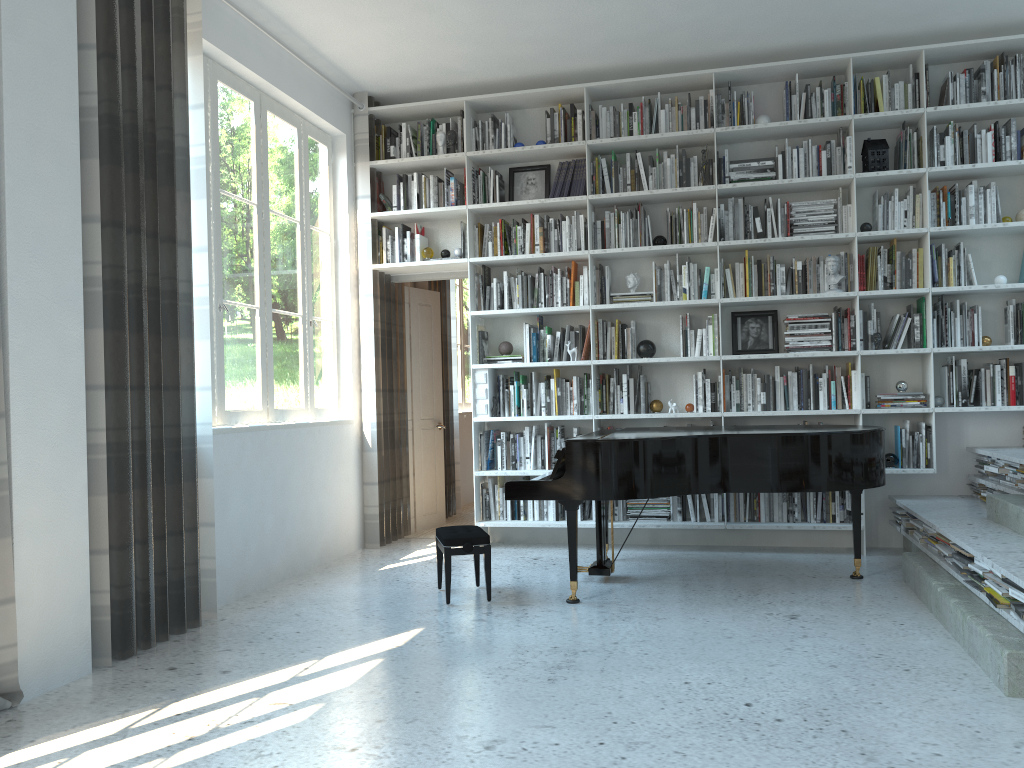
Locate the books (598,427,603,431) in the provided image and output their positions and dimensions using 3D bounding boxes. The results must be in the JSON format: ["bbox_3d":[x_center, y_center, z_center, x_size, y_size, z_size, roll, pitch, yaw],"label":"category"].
[{"bbox_3d":[0.613,0.441,6.122,0.012,0.285,0.159,-2,-1,14],"label":"books"}]

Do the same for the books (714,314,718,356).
[{"bbox_3d":[1.363,-0.320,5.916,0.021,0.281,0.162,-2,-1,14],"label":"books"}]

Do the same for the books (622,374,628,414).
[{"bbox_3d":[0.783,0.070,6.061,0.027,0.269,0.185,-2,-1,14],"label":"books"}]

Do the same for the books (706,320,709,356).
[{"bbox_3d":[1.310,-0.300,5.929,0.012,0.244,0.171,-2,-1,14],"label":"books"}]

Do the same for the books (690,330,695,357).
[{"bbox_3d":[1.217,-0.266,5.974,0.030,0.183,0.154,-2,-1,14],"label":"books"}]

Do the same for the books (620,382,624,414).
[{"bbox_3d":[0.761,0.098,6.070,0.021,0.215,0.172,-2,-1,14],"label":"books"}]

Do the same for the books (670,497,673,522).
[{"bbox_3d":[1.082,0.792,5.988,0.012,0.254,0.161,-2,-1,14],"label":"books"}]

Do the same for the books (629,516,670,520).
[{"bbox_3d":[0.935,0.906,6.033,0.254,0.007,0.161,-2,-1,18],"label":"books"}]

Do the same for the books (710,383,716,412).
[{"bbox_3d":[1.349,0.090,5.947,0.031,0.194,0.142,-2,-1,14],"label":"books"}]

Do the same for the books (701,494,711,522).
[{"bbox_3d":[1.293,0.775,5.943,0.073,0.276,0.181,-2,-1,14],"label":"books"}]

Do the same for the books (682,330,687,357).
[{"bbox_3d":[1.164,-0.266,5.972,0.025,0.186,0.154,-2,-1,14],"label":"books"}]

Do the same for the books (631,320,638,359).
[{"bbox_3d":[0.838,-0.296,6.065,0.028,0.266,0.144,-2,0,14],"label":"books"}]

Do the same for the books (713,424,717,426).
[{"bbox_3d":[1.361,0.415,5.932,0.021,0.290,0.160,-2,0,14],"label":"books"}]

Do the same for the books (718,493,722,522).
[{"bbox_3d":[1.389,0.820,5.918,0.024,0.180,0.171,-2,-1,14],"label":"books"}]

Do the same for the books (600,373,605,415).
[{"bbox_3d":[0.626,0.068,6.107,0.013,0.283,0.146,-2,0,14],"label":"books"}]

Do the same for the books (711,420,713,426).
[{"bbox_3d":[1.341,0.401,5.927,0.013,0.320,0.173,-2,0,14],"label":"books"}]

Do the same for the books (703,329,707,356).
[{"bbox_3d":[1.296,-0.271,5.944,0.024,0.188,0.172,-2,-1,14],"label":"books"}]

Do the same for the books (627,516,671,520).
[{"bbox_3d":[0.938,0.913,6.042,0.285,0.007,0.159,-2,-1,14],"label":"books"}]

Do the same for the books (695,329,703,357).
[{"bbox_3d":[1.256,-0.270,5.949,0.057,0.188,0.156,-2,-1,14],"label":"books"}]

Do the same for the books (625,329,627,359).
[{"bbox_3d":[0.790,-0.266,6.065,0.011,0.208,0.180,-2,-1,14],"label":"books"}]

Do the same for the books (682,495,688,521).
[{"bbox_3d":[1.164,0.798,5.983,0.028,0.238,0.136,-2,-1,14],"label":"books"}]

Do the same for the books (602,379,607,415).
[{"bbox_3d":[0.647,0.089,6.099,0.030,0.239,0.157,-2,-1,14],"label":"books"}]

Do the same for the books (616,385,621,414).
[{"bbox_3d":[0.740,0.108,6.080,0.024,0.196,0.157,-2,-1,14],"label":"books"}]

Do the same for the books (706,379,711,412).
[{"bbox_3d":[1.315,0.078,5.935,0.029,0.221,0.153,-2,-1,14],"label":"books"}]

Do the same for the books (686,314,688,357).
[{"bbox_3d":[1.183,-0.319,5.979,0.011,0.291,0.156,-2,0,14],"label":"books"}]

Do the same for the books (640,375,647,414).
[{"bbox_3d":[0.898,0.071,6.032,0.027,0.261,0.163,-2,-1,14],"label":"books"}]

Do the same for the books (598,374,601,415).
[{"bbox_3d":[0.616,0.072,6.120,0.013,0.275,0.147,-2,0,14],"label":"books"}]

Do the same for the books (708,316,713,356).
[{"bbox_3d":[1.330,-0.313,5.931,0.027,0.269,0.178,-2,-1,14],"label":"books"}]

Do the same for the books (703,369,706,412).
[{"bbox_3d":[1.296,0.044,5.948,0.014,0.291,0.132,-2,0,14],"label":"books"}]

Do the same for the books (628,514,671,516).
[{"bbox_3d":[0.935,0.886,6.033,0.285,0.007,0.159,-2,-1,10],"label":"books"}]

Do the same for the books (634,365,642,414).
[{"bbox_3d":[0.860,0.038,6.043,0.050,0.328,0.166,-2,0,14],"label":"books"}]

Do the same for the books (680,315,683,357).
[{"bbox_3d":[1.146,-0.315,5.981,0.012,0.285,0.159,-2,-1,14],"label":"books"}]

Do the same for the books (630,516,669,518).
[{"bbox_3d":[0.937,0.899,6.042,0.254,0.007,0.161,-2,-1,14],"label":"books"}]

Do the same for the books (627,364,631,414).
[{"bbox_3d":[0.808,0.035,6.081,0.013,0.339,0.138,-2,0,14],"label":"books"}]

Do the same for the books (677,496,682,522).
[{"bbox_3d":[1.134,0.816,5.978,0.029,0.202,0.178,-2,-1,14],"label":"books"}]

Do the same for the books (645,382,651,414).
[{"bbox_3d":[0.926,0.094,6.041,0.023,0.212,0.160,-2,-1,14],"label":"books"}]

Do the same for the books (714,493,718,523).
[{"bbox_3d":[1.360,0.780,5.908,0.024,0.260,0.189,-2,-1,14],"label":"books"}]

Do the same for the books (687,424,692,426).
[{"bbox_3d":[1.202,0.418,5.984,0.025,0.294,0.134,-2,0,14],"label":"books"}]

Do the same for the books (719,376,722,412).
[{"bbox_3d":[1.399,0.065,5.948,0.019,0.242,0.107,-2,0,14],"label":"books"}]

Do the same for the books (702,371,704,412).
[{"bbox_3d":[1.285,0.051,5.955,0.010,0.277,0.155,-2,-1,14],"label":"books"}]

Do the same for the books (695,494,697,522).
[{"bbox_3d":[1.239,0.798,5.950,0.011,0.232,0.174,-2,-1,14],"label":"books"}]

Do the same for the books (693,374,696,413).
[{"bbox_3d":[1.233,0.064,5.964,0.012,0.254,0.161,-2,-1,14],"label":"books"}]

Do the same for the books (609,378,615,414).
[{"bbox_3d":[0.693,0.083,6.087,0.042,0.248,0.162,-2,-1,14],"label":"books"}]

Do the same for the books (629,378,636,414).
[{"bbox_3d":[0.827,0.083,6.068,0.029,0.241,0.135,-2,-1,14],"label":"books"}]

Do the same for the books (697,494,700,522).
[{"bbox_3d":[1.248,0.776,5.940,0.012,0.274,0.180,-2,-1,14],"label":"books"}]

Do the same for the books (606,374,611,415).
[{"bbox_3d":[0.665,0.072,6.086,0.012,0.272,0.181,-2,-1,14],"label":"books"}]

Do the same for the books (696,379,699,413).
[{"bbox_3d":[1.249,0.078,5.968,0.015,0.225,0.148,-2,-1,14],"label":"books"}]

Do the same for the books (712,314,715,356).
[{"bbox_3d":[1.346,-0.318,5.917,0.011,0.279,0.187,-2,-1,14],"label":"books"}]

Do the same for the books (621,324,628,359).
[{"bbox_3d":[0.775,-0.285,6.089,0.028,0.247,0.142,-2,-1,14],"label":"books"}]

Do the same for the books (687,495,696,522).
[{"bbox_3d":[1.204,0.789,5.962,0.062,0.253,0.177,-2,-1,14],"label":"books"}]

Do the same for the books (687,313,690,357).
[{"bbox_3d":[1.194,-0.323,5.973,0.012,0.298,0.166,-2,-1,14],"label":"books"}]

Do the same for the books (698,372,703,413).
[{"bbox_3d":[1.264,0.055,5.946,0.027,0.269,0.159,-2,-1,14],"label":"books"}]

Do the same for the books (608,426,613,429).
[{"bbox_3d":[0.681,0.437,6.102,0.013,0.288,0.161,-2,-1,14],"label":"books"}]

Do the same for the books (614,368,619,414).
[{"bbox_3d":[0.719,0.050,6.080,0.014,0.313,0.166,-2,0,14],"label":"books"}]

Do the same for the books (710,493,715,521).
[{"bbox_3d":[1.344,0.782,5.944,0.025,0.259,0.132,-2,0,14],"label":"books"}]

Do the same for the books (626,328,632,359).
[{"bbox_3d":[0.807,-0.270,6.057,0.028,0.216,0.175,-2,-1,14],"label":"books"}]

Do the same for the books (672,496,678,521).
[{"bbox_3d":[1.107,0.785,5.998,0.031,0.265,0.144,-2,0,14],"label":"books"}]

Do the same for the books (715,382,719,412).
[{"bbox_3d":[1.373,0.086,5.927,0.024,0.201,0.158,-2,-1,14],"label":"books"}]
